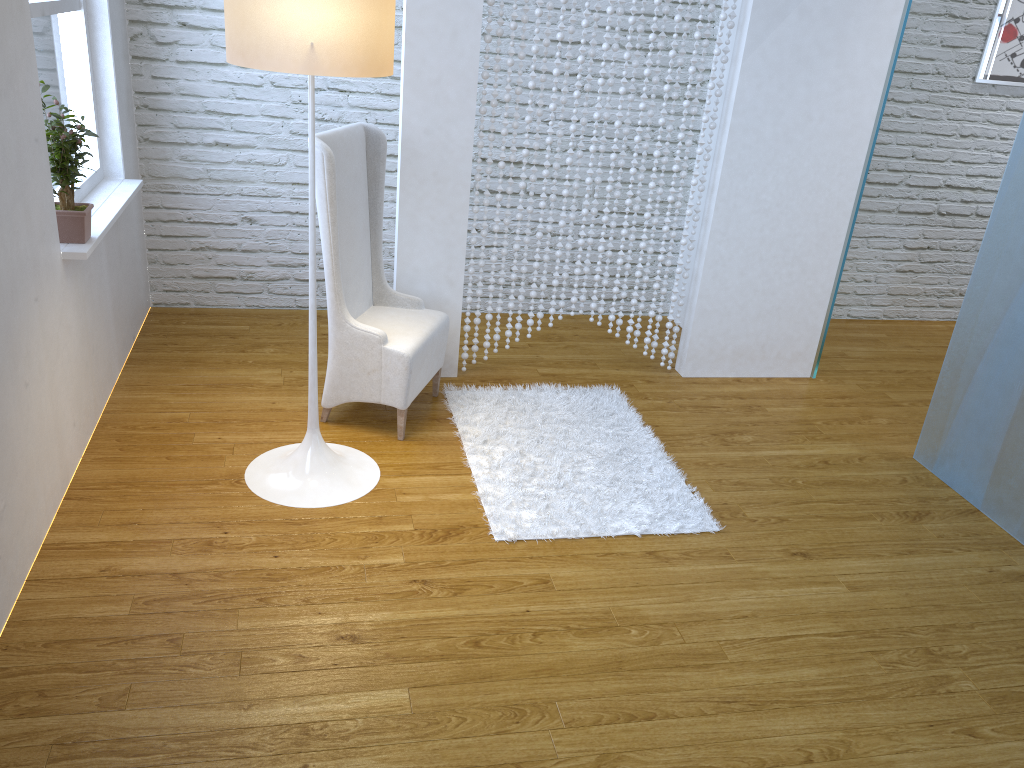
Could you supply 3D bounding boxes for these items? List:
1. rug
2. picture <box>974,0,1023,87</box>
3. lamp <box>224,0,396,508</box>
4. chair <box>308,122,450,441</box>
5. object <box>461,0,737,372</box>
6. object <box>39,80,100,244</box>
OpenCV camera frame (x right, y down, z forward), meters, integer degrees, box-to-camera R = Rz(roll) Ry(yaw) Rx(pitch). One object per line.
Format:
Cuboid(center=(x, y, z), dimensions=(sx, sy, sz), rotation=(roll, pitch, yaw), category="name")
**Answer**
Cuboid(center=(0.185, 0.214, 3.028), dimensions=(0.756, 0.048, 1.082), rotation=(0, 24, -13), category="rug")
Cuboid(center=(2.726, -1.815, 4.240), dimensions=(0.920, 0.778, 0.010), rotation=(0, 25, -13), category="picture")
Cuboid(center=(-0.552, -0.385, 2.452), dimensions=(0.412, 1.468, 0.408), rotation=(8, 25, 4), category="lamp")
Cuboid(center=(-0.438, -0.349, 3.013), dimensions=(0.378, 0.973, 0.467), rotation=(10, 25, 10), category="chair")
Cuboid(center=(0.330, -0.978, 3.261), dimensions=(0.923, 2.040, 0.050), rotation=(0, 25, -13), category="object")
Cuboid(center=(-1.286, -0.631, 2.541), dimensions=(0.175, 0.442, 0.234), rotation=(10, 25, 9), category="object")
